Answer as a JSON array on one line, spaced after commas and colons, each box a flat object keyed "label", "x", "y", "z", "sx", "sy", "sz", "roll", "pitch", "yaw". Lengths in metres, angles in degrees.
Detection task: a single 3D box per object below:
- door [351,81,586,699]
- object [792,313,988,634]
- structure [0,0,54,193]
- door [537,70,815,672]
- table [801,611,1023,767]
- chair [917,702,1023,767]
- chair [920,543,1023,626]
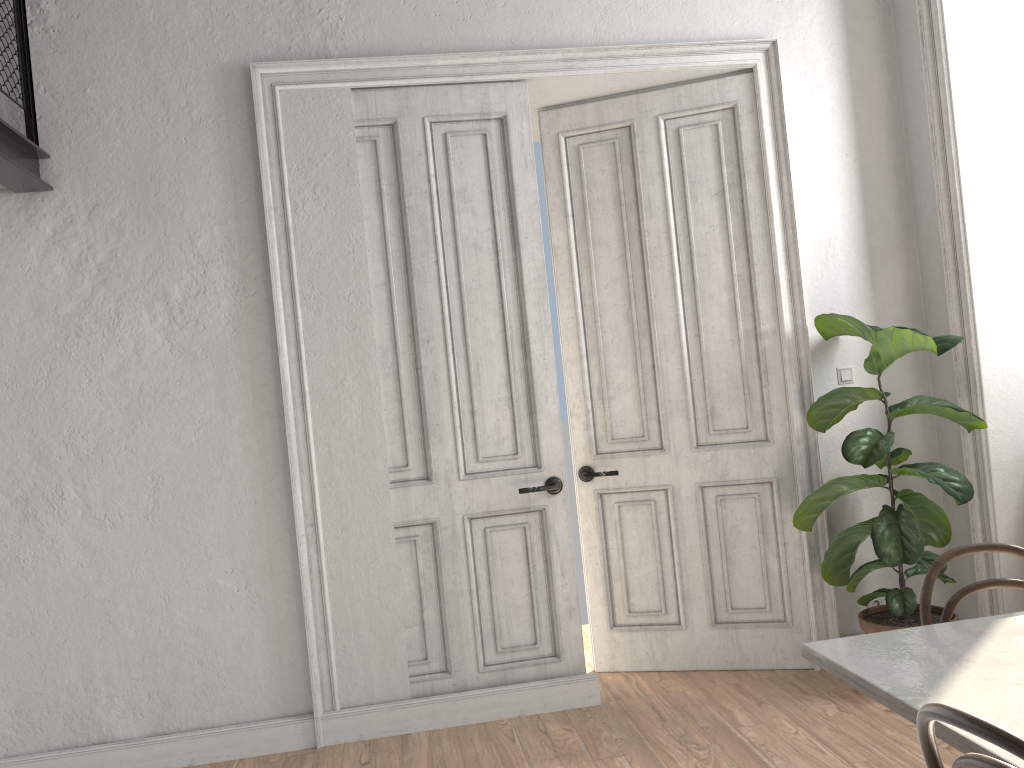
[{"label": "door", "x": -0.336, "y": 0.083, "z": 3.952, "sx": 1.097, "sy": 2.814, "sz": 0.216, "roll": -6, "pitch": 0, "yaw": -6}, {"label": "object", "x": 1.725, "y": 0.325, "z": 1.233, "sx": 0.792, "sy": 1.842, "sz": 5.828, "roll": -6, "pitch": -1, "yaw": -3}, {"label": "structure", "x": -3.620, "y": -1.294, "z": 0.482, "sx": 4.157, "sy": 1.213, "sz": 5.928, "roll": -6, "pitch": -1, "yaw": -8}, {"label": "door", "x": 0.787, "y": -0.024, "z": 4.276, "sx": 1.097, "sy": 2.814, "sz": 0.216, "roll": -6, "pitch": 0, "yaw": 17}, {"label": "table", "x": 1.382, "y": 0.889, "z": 0.988, "sx": 1.100, "sy": 0.779, "sz": 2.200, "roll": -6, "pitch": -1, "yaw": -8}, {"label": "chair", "x": 0.906, "y": 0.871, "z": 1.238, "sx": 0.549, "sy": 0.920, "sz": 0.438, "roll": -6, "pitch": 0, "yaw": -12}, {"label": "chair", "x": 1.220, "y": 0.851, "z": 1.951, "sx": 0.438, "sy": 0.920, "sz": 0.549, "roll": -6, "pitch": -1, "yaw": 0}]
